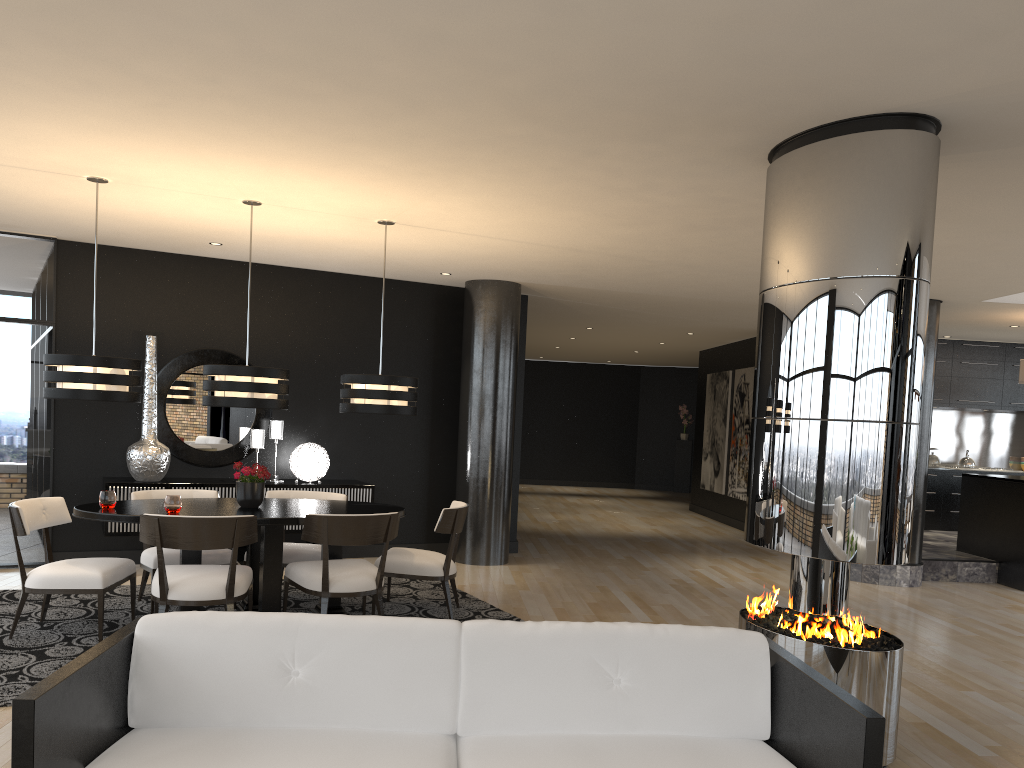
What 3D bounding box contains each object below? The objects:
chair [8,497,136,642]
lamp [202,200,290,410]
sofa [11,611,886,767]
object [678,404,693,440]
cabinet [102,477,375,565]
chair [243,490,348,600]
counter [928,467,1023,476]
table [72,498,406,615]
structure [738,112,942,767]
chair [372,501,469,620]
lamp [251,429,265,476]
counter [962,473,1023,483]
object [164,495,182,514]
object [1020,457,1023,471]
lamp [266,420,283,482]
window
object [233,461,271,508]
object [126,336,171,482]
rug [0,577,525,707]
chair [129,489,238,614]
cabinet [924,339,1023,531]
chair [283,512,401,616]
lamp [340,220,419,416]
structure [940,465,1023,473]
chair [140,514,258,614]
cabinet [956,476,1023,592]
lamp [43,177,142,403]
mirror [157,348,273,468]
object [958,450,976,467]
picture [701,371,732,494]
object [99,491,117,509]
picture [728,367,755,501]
[{"bbox_3d":[-2.672,1.112,5.331,0.616,0.809,0.641,3,1,-6],"label":"chair"},{"bbox_3d":[-1.700,-0.509,5.705,0.536,1.333,0.533,1,3,-28],"label":"lamp"},{"bbox_3d":[-0.153,1.118,2.461,2.032,0.806,0.836,3,0,-4],"label":"sofa"},{"bbox_3d":[3.775,0.830,19.216,0.338,0.790,0.228,4,3,25],"label":"object"},{"bbox_3d":[-2.401,1.244,7.840,2.240,0.769,0.608,4,1,-26],"label":"cabinet"},{"bbox_3d":[-1.569,1.210,6.488,0.642,0.809,0.614,3,1,2],"label":"chair"},{"bbox_3d":[6.363,1.189,12.011,2.861,0.034,0.729,3,-2,-4],"label":"counter"},{"bbox_3d":[-1.732,1.194,5.825,2.109,0.771,1.205,3,-1,-25],"label":"table"},{"bbox_3d":[1.459,0.288,4.069,0.587,2.751,0.887,2,3,-16],"label":"structure"},{"bbox_3d":[-0.631,1.247,6.301,0.616,0.809,0.641,3,1,2],"label":"chair"},{"bbox_3d":[-2.266,0.634,7.845,0.125,0.467,0.131,2,3,-4],"label":"lamp"},{"bbox_3d":[6.488,1.043,9.135,3.115,0.032,1.178,3,-2,-4],"label":"counter"},{"bbox_3d":[-2.024,0.719,5.271,0.095,0.106,0.095,2,1,-16],"label":"object"},{"bbox_3d":[7.193,1.123,12.271,0.205,0.206,0.184,3,1,-3],"label":"object"},{"bbox_3d":[-2.134,0.603,7.974,0.132,0.552,0.124,4,3,26],"label":"lamp"},{"bbox_3d":[3.398,-0.641,4.312,15.906,4.798,10.103,3,-1,-18],"label":"window"},{"bbox_3d":[-1.706,0.660,5.778,0.238,0.299,0.228,2,1,-24],"label":"object"},{"bbox_3d":[-3.026,0.207,7.376,0.344,1.213,0.341,2,3,-18],"label":"object"},{"bbox_3d":[-1.812,1.570,5.831,3.727,0.011,2.710,4,-3,-27],"label":"rug"},{"bbox_3d":[-2.300,1.163,6.164,0.643,0.809,0.614,2,2,-41],"label":"chair"},{"bbox_3d":[6.387,0.732,11.961,5.729,2.536,0.725,3,3,-4],"label":"cabinet"},{"bbox_3d":[-1.087,1.199,5.630,0.643,0.809,0.614,2,1,-34],"label":"chair"},{"bbox_3d":[-0.896,-0.455,6.106,0.536,1.333,0.533,1,3,-28],"label":"lamp"},{"bbox_3d":[6.365,1.165,11.990,0.900,0.067,0.519,3,-2,-4],"label":"structure"},{"bbox_3d":[-1.844,1.146,5.212,0.643,0.809,0.614,2,1,-17],"label":"chair"},{"bbox_3d":[6.463,1.579,9.165,3.115,1.041,1.177,3,0,-4],"label":"cabinet"},{"bbox_3d":[-2.504,-0.563,5.303,0.536,1.333,0.533,1,3,-28],"label":"lamp"},{"bbox_3d":[-2.699,0.217,7.930,1.077,1.081,0.025,2,3,-27],"label":"mirror"},{"bbox_3d":[6.128,1.002,11.885,0.221,0.231,0.220,3,1,-12],"label":"object"},{"bbox_3d":[3.229,0.759,13.907,0.077,1.879,1.151,2,2,-4],"label":"picture"},{"bbox_3d":[-2.450,0.702,5.352,0.095,0.106,0.095,3,1,29],"label":"object"},{"bbox_3d":[3.335,0.708,12.507,0.077,1.879,1.151,2,2,-4],"label":"picture"}]
